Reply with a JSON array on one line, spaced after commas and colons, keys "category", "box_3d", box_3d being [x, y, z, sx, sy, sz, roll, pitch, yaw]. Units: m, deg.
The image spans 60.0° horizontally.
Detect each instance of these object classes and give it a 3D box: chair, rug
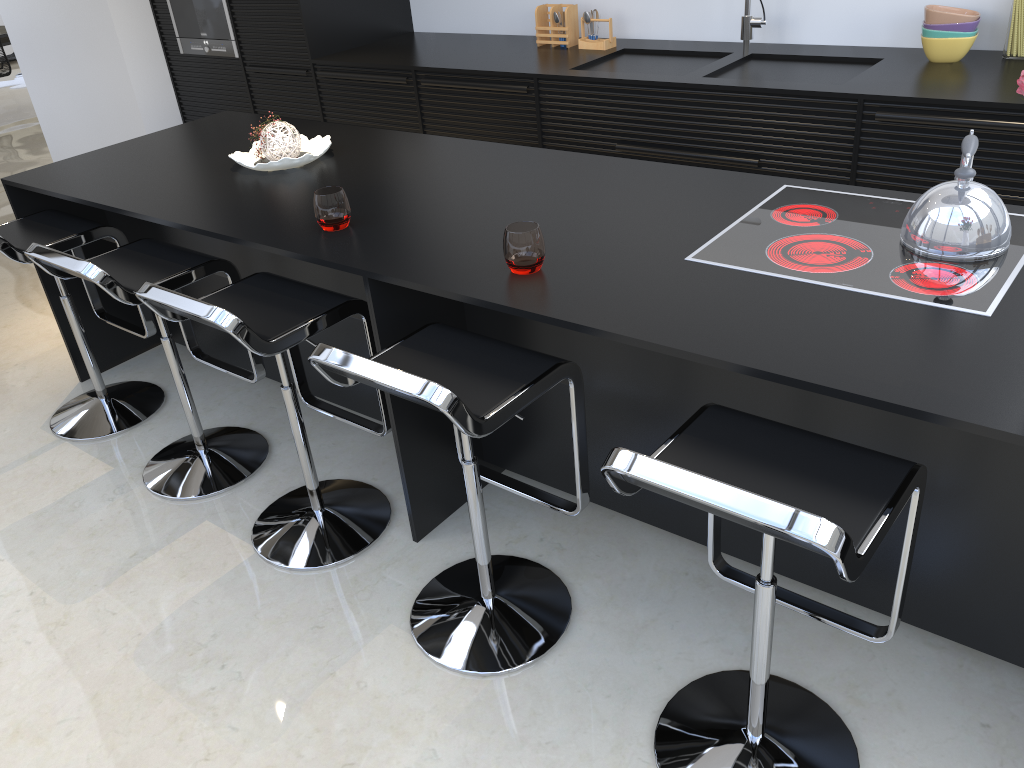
[{"category": "chair", "box_3d": [-1.095, -0.088, 2.806, 0.418, 0.857, 0.460, 18, 38, 35]}, {"category": "chair", "box_3d": [-1.602, -0.254, 3.181, 0.418, 0.857, 0.460, 18, 38, 35]}, {"category": "chair", "box_3d": [-0.627, 0.065, 2.460, 0.418, 0.857, 0.460, 18, 38, 35]}, {"category": "chair", "box_3d": [-5.040, -3.487, 8.863, 0.446, 0.519, 0.688, 9, 33, 24]}, {"category": "chair", "box_3d": [-4.776, -2.884, 7.787, 0.688, 0.519, 0.446, 9, 33, 24]}, {"category": "chair", "box_3d": [0.463, 0.422, 1.656, 0.418, 0.857, 0.460, 18, 38, 35]}, {"category": "chair", "box_3d": [-0.106, 0.236, 2.076, 0.418, 0.857, 0.460, 18, 38, 35]}, {"category": "rug", "box_3d": [-4.428, -3.842, 10.653, 3.220, 0.008, 2.705, 9, 33, 24]}]

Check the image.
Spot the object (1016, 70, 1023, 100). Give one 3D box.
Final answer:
[{"category": "object", "box_3d": [0.920, -0.249, 1.281, 0.327, 0.596, 0.350, 23, 41, 40]}]

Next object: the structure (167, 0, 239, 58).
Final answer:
[{"category": "structure", "box_3d": [-1.841, -2.159, 5.234, 0.592, 0.420, 0.023, 18, 38, 35]}]

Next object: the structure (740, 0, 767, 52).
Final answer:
[{"category": "structure", "box_3d": [0.996, -1.564, 3.788, 0.115, 0.536, 0.248, 16, 37, 33]}]

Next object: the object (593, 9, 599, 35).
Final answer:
[{"category": "object", "box_3d": [0.406, -1.746, 4.377, 0.042, 0.192, 0.040, -12, 31, -10]}]

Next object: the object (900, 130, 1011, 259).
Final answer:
[{"category": "object", "box_3d": [0.975, -0.419, 1.921, 0.221, 0.230, 0.221, -15, 31, -15]}]

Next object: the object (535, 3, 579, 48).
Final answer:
[{"category": "object", "box_3d": [0.227, -1.788, 4.463, 0.200, 0.223, 0.104, 18, 38, 35]}]

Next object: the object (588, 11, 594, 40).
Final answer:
[{"category": "object", "box_3d": [0.392, -1.724, 4.348, 0.020, 0.196, 0.018, -28, 37, -33]}]

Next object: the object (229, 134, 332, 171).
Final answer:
[{"category": "object", "box_3d": [-0.792, -0.791, 3.075, 0.329, 0.078, 0.334, 9, 33, 24]}]

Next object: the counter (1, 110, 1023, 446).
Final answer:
[{"category": "counter", "box_3d": [-0.052, -0.494, 2.481, 3.800, 0.018, 1.006, 17, 38, 34]}]

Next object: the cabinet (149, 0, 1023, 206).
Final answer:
[{"category": "cabinet", "box_3d": [0.019, -2.161, 4.113, 5.157, 2.901, 0.831, 17, 38, 34]}]

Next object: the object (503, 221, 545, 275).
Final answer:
[{"category": "object", "box_3d": [0.028, -0.311, 2.035, 0.095, 0.106, 0.095, -21, 34, -24]}]

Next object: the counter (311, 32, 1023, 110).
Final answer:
[{"category": "counter", "box_3d": [0.632, -1.463, 4.018, 3.738, 0.025, 0.804, 17, 38, 34]}]

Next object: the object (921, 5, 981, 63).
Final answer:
[{"category": "object", "box_3d": [1.684, -1.349, 3.416, 0.205, 0.205, 0.185, 9, 34, 25]}]

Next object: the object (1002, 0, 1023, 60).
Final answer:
[{"category": "object", "box_3d": [2.029, -1.359, 3.253, 0.365, 0.315, 0.113, 17, 38, 34]}]

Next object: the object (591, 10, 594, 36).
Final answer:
[{"category": "object", "box_3d": [0.395, -1.735, 4.366, 0.018, 0.196, 0.023, 14, 36, 31]}]

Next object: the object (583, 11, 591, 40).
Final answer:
[{"category": "object", "box_3d": [0.376, -1.724, 4.346, 0.042, 0.192, 0.040, -12, 31, -9]}]

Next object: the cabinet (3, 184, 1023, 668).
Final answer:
[{"category": "cabinet", "box_3d": [-0.013, -0.126, 2.697, 3.800, 0.838, 1.007, 17, 38, 34]}]

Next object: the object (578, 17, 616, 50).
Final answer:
[{"category": "object", "box_3d": [0.414, -1.697, 4.326, 0.173, 0.170, 0.100, 19, 39, 36]}]

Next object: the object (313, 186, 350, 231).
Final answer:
[{"category": "object", "box_3d": [-0.488, -0.474, 2.407, 0.095, 0.106, 0.095, 16, 37, 33]}]

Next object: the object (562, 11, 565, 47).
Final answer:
[{"category": "object", "box_3d": [0.258, -1.753, 4.419, 0.022, 0.196, 0.019, 19, 38, 36]}]

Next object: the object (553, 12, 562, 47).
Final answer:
[{"category": "object", "box_3d": [0.231, -1.755, 4.423, 0.042, 0.192, 0.040, -5, 30, 1]}]

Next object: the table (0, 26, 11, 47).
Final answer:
[{"category": "table", "box_3d": [-6.139, -2.536, 7.988, 2.494, 0.759, 3.031, 9, 33, 24]}]

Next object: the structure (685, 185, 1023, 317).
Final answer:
[{"category": "structure", "box_3d": [0.819, -0.315, 2.038, 0.640, 0.041, 0.562, 17, 38, 34]}]

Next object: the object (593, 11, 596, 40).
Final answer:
[{"category": "object", "box_3d": [0.403, -1.725, 4.347, 0.022, 0.196, 0.019, 10, 34, 25]}]

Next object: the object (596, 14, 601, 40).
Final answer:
[{"category": "object", "box_3d": [0.420, -1.724, 4.361, 0.044, 0.178, 0.019, -3, 30, 6]}]

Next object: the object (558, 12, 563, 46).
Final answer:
[{"category": "object", "box_3d": [0.247, -1.753, 4.422, 0.020, 0.196, 0.018, -20, 33, -23]}]

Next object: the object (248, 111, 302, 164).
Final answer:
[{"category": "object", "box_3d": [-0.809, -0.844, 3.047, 0.190, 0.191, 0.165, -17, 32, -18]}]
